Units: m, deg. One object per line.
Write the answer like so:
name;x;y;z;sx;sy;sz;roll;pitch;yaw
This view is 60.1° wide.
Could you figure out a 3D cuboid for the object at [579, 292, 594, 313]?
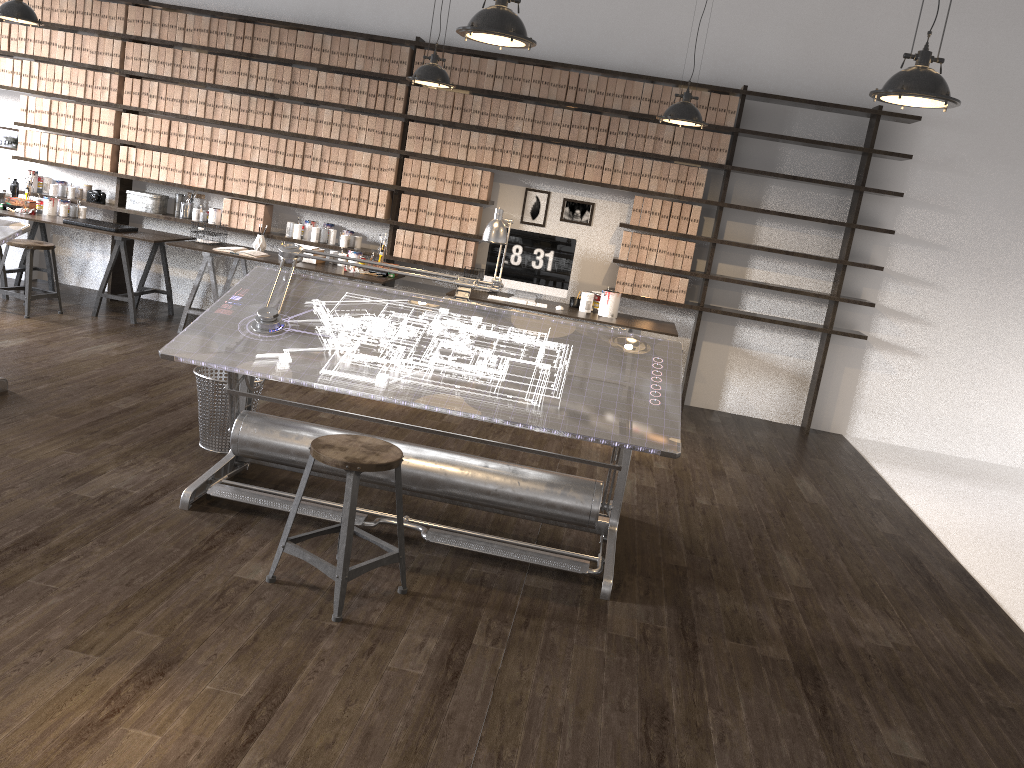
object;0.555;-0.606;6.592;0.095;0.143;0.095;16;12;31

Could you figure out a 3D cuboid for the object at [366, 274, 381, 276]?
object;-1.049;-0.821;6.663;0.157;0.005;0.005;3;13;-28

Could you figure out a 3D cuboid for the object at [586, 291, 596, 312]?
object;0.596;-0.621;6.692;0.097;0.142;0.096;14;11;23

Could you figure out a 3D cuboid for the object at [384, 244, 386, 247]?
object;-0.992;-1.010;6.826;0.005;0.146;0.033;1;13;-40

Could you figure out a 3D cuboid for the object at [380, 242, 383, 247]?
object;-1.009;-1.017;6.819;0.037;0.152;0.008;3;12;-34

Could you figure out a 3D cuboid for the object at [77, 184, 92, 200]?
object;-3.556;-1.576;7.374;0.107;0.160;0.238;4;13;-28

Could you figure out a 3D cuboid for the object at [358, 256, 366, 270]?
object;-1.156;-0.926;6.820;0.050;0.111;0.049;11;10;9

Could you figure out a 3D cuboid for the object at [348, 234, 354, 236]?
object;-1.307;-1.154;7.149;0.044;0.101;0.045;9;10;-3

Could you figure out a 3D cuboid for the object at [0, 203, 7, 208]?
object;-4.062;-1.428;7.077;0.049;0.037;0.049;10;11;2

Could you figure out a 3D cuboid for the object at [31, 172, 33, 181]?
object;-3.889;-1.601;7.151;0.007;0.226;0.021;12;10;17

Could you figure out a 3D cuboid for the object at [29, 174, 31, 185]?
object;-3.889;-1.588;7.129;0.055;0.212;0.007;18;13;41

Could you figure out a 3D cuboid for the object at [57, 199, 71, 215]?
object;-3.660;-1.440;7.238;0.095;0.127;0.094;11;11;10

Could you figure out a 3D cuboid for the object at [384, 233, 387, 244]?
object;-0.991;-1.052;6.834;0.007;0.226;0.020;17;12;36

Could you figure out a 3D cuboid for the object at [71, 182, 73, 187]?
object;-3.695;-1.627;7.419;0.030;0.132;0.004;15;11;28

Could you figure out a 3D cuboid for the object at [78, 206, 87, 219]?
object;-3.502;-1.397;7.221;0.062;0.093;0.062;2;13;-34

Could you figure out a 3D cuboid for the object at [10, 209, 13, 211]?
object;-3.939;-1.368;6.979;0.008;0.006;0.120;-1;16;-42

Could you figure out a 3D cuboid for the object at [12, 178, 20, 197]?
object;-4.072;-1.566;7.246;0.069;0.228;0.068;10;10;3

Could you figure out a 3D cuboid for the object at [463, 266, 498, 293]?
object;-0.240;-0.799;6.820;0.284;0.159;0.205;9;11;-2

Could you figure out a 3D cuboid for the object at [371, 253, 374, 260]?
object;-1.095;-0.949;6.870;0.033;0.146;0.005;10;10;5

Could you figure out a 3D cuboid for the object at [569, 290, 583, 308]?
object;0.489;-0.650;6.756;0.096;0.141;0.093;7;11;-14

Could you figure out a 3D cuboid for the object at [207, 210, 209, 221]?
object;-2.482;-1.374;7.269;0.045;0.100;0.044;11;10;8

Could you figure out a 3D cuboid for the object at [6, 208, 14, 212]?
object;-3.958;-1.372;6.980;0.159;0.005;0.005;20;15;39

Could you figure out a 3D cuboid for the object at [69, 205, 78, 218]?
object;-3.554;-1.396;7.179;0.062;0.092;0.064;2;13;-34

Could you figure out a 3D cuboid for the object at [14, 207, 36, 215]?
object;-3.835;-1.369;6.968;0.198;0.050;0.132;18;15;34

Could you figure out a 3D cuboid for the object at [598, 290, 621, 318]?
object;0.720;-0.587;6.543;0.143;0.194;0.147;5;11;-21

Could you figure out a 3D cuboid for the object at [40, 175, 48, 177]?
object;-3.985;-1.707;7.545;0.070;0.129;0.071;2;13;-36

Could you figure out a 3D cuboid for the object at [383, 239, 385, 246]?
object;-0.999;-1.025;6.814;0.005;0.178;0.022;14;11;24

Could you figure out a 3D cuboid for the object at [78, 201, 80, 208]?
object;-3.553;-1.433;7.251;0.029;0.132;0.004;10;10;2

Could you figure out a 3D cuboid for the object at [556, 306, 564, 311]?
object;0.349;-0.556;6.468;0.059;0.028;0.107;10;12;2

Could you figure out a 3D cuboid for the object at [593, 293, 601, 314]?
object;0.646;-0.598;6.621;0.068;0.153;0.069;6;11;-17

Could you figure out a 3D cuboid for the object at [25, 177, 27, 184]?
object;-3.904;-1.582;7.143;0.071;0.185;0.008;11;10;7

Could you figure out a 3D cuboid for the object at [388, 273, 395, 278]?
object;-0.916;-0.831;6.734;0.049;0.037;0.049;11;12;9

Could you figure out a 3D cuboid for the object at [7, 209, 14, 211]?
object;-3.942;-1.371;6.968;0.006;0.006;0.158;7;13;-14

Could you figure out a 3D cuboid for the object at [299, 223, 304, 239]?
object;-1.707;-1.231;7.154;0.045;0.126;0.044;11;10;6

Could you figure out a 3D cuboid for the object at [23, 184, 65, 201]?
object;-3.833;-1.573;7.265;0.077;0.145;0.346;15;13;28

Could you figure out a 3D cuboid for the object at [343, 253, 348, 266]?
object;-1.314;-0.976;6.952;0.045;0.100;0.044;11;10;6

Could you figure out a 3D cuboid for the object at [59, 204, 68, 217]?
object;-3.614;-1.398;7.142;0.062;0.093;0.062;-1;14;-43

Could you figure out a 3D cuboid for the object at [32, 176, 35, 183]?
object;-3.884;-1.585;7.144;0.055;0.191;0.006;10;10;5

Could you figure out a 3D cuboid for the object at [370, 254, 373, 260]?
object;-1.104;-0.950;6.866;0.040;0.129;0.005;10;10;4

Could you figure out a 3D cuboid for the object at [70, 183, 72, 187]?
object;-3.704;-1.629;7.418;0.036;0.117;0.005;15;11;27

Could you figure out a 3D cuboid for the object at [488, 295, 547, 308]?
object;0.042;-0.603;6.489;0.439;0.017;0.120;10;12;2

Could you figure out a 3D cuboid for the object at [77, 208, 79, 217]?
object;-3.580;-1.408;7.260;0.054;0.079;0.054;11;11;7

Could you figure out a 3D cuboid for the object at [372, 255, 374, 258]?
object;-1.101;-0.950;6.888;0.040;0.123;0.005;10;10;3

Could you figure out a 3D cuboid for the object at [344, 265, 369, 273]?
object;-1.164;-0.863;6.677;0.196;0.050;0.133;4;13;-23

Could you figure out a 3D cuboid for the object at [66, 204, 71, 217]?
object;-3.605;-1.411;7.202;0.045;0.100;0.044;10;10;6

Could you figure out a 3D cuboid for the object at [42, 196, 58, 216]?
object;-3.720;-1.434;7.137;0.105;0.140;0.105;9;11;-2

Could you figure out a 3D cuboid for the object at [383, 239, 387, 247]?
object;-0.997;-1.029;6.820;0.008;0.184;0.072;1;13;-41

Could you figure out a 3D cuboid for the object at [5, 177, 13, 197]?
object;-4.083;-1.553;7.163;0.069;0.235;0.068;10;10;3

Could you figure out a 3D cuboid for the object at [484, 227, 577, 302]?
object;0.131;-0.891;6.694;0.644;0.513;0.206;11;10;6

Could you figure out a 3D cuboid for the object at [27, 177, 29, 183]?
object;-3.911;-1.578;7.138;0.005;0.178;0.022;15;11;28

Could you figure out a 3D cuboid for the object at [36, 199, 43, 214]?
object;-3.793;-1.425;7.108;0.049;0.111;0.049;10;10;2

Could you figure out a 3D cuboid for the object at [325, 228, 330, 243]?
object;-1.504;-1.199;7.161;0.044;0.126;0.045;14;11;23

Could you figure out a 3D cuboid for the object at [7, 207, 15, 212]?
object;-3.946;-1.376;6.973;0.173;0.017;0.011;19;14;37

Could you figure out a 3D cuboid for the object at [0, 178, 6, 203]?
object;-4.093;-1.535;7.093;0.069;0.228;0.068;10;10;3

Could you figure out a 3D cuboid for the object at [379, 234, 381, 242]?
object;-1.013;-1.045;6.823;0.055;0.212;0.007;12;10;13

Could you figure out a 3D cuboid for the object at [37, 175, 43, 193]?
object;-3.963;-1.678;7.430;0.050;0.138;0.051;10;10;4

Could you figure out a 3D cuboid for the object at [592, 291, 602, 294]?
object;0.646;-0.633;6.781;0.095;0.143;0.095;14;11;23
